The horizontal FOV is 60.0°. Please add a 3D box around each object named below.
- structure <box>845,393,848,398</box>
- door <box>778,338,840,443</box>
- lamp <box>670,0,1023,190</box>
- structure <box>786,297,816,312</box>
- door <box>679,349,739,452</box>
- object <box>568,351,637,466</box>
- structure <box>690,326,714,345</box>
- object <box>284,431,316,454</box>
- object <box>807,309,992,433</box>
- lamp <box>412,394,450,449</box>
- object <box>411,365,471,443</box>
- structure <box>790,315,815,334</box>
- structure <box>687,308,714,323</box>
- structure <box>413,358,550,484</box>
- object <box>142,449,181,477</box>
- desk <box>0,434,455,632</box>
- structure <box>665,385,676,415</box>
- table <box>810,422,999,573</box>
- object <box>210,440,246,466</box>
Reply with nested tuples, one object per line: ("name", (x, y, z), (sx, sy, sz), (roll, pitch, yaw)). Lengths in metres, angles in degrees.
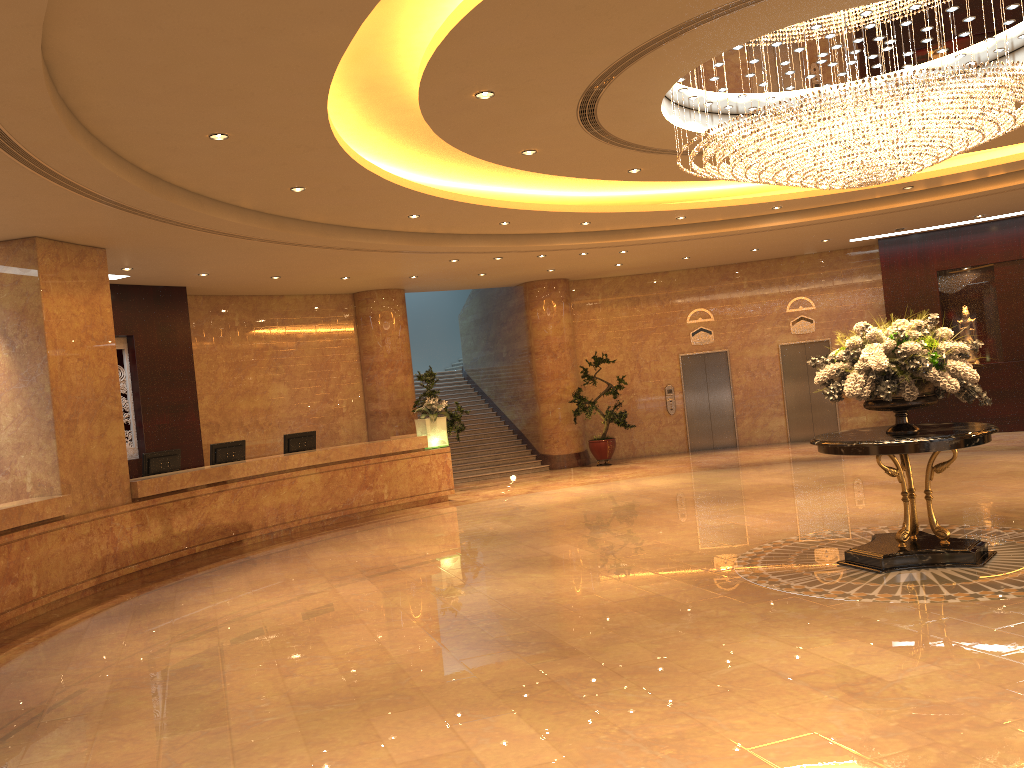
("structure", (7.076, -0.035, 18.703), (0.200, 0.661, 0.053), (-6, 0, 20))
("door", (6.372, 0.147, 19.006), (1.070, 2.149, 0.150), (-6, 0, 16))
("lamp", (3.034, -2.320, 7.687), (3.204, 1.196, 3.206), (-6, 0, 17))
("structure", (6.165, -1.716, 18.961), (0.600, 0.293, 0.010), (-6, 0, 16))
("door", (4.292, 0.363, 19.382), (1.070, 2.145, 0.150), (-6, 0, 5))
("object", (1.828, 0.506, 18.264), (1.250, 2.363, 0.843), (-6, 0, 2))
("structure", (4.143, -1.056, 19.345), (0.504, 0.405, 0.012), (-6, 0, 5))
("object", (-3.330, 1.013, 13.949), (0.531, 0.500, 0.430), (-6, 0, -12))
("object", (3.266, -0.086, 7.599), (1.318, 0.999, 1.277), (-6, 0, 11))
("lamp", (-1.341, 0.630, 15.184), (0.606, 0.897, 0.532), (-6, 0, -41))
("object", (-1.403, 0.838, 16.625), (0.843, 2.363, 1.250), (-6, 0, -39))
("structure", (6.213, -1.272, 18.961), (0.504, 0.405, 0.012), (-6, 0, 16))
("structure", (4.097, -1.500, 19.345), (0.600, 0.293, 0.010), (-6, 0, 5))
("structure", (-1.878, -0.709, 21.330), (9.849, 5.560, 7.472), (-6, 0, -20))
("object", (-4.691, 1.149, 11.894), (0.531, 0.500, 0.430), (-6, 0, -23))
("desk", (-4.102, 1.706, 10.032), (3.466, 1.155, 12.951), (-6, 0, 15))
("structure", (3.462, 0.343, 19.364), (0.200, 0.661, 0.053), (-6, 0, 2))
("table", (3.396, 0.949, 7.625), (1.493, 1.089, 1.493), (-6, 0, -27))
("object", (-4.124, 1.093, 12.900), (0.531, 0.500, 0.430), (-6, 0, -17))
